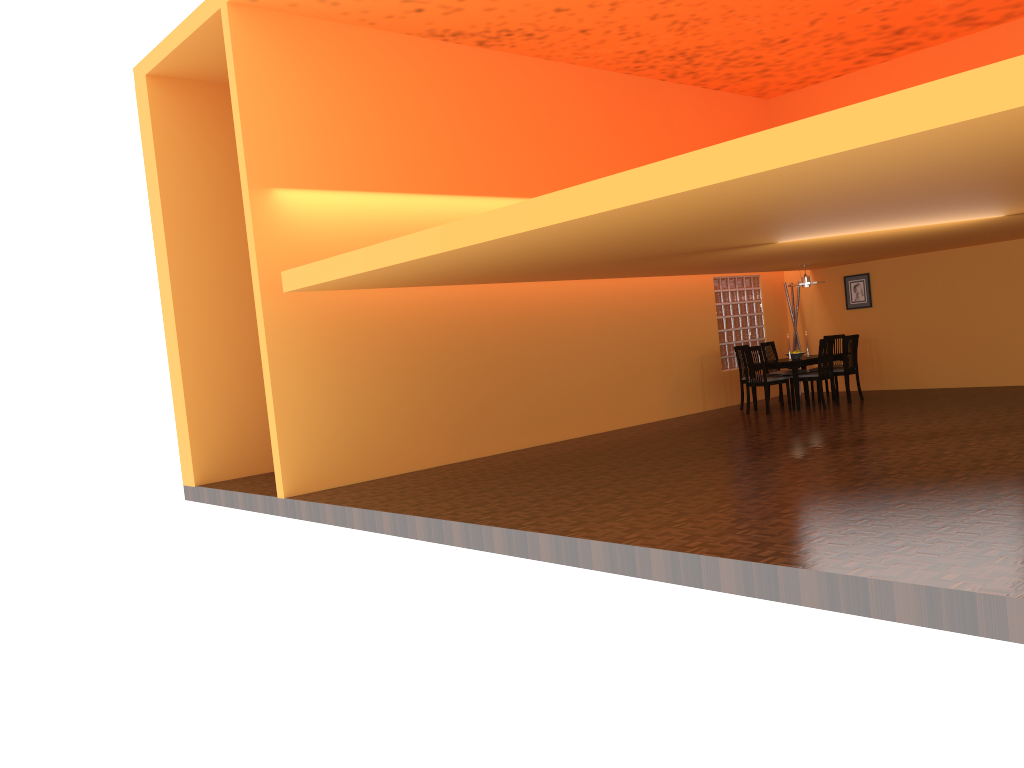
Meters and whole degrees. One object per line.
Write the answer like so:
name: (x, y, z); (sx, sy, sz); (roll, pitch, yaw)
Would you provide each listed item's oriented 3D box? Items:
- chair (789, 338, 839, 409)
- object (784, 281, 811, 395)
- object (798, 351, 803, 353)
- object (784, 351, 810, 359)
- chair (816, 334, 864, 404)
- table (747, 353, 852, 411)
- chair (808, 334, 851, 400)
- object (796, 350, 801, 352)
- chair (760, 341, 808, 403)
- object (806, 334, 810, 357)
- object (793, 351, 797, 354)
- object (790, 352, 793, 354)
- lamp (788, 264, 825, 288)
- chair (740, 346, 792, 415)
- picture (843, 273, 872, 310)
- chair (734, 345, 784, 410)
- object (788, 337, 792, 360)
chair: (3.552, -0.119, 10.430); (0.373, 0.809, 0.465); (-8, 3, -40)
object: (3.970, -0.633, 12.351); (0.226, 1.589, 0.308); (-7, 3, -18)
object: (3.524, -0.372, 10.825); (0.055, 0.070, 0.066); (-5, 3, 31)
object: (3.474, -0.345, 10.856); (0.337, 0.072, 0.337); (-5, 2, 16)
chair: (3.987, -0.180, 10.804); (0.373, 0.809, 0.465); (-8, 3, -40)
table: (3.547, -0.024, 10.887); (1.259, 0.584, 0.697); (-8, 3, -40)
chair: (4.080, -0.214, 11.377); (0.373, 0.809, 0.465); (-4, 3, 44)
object: (3.523, -0.388, 10.903); (0.069, 0.066, 0.069); (-7, 3, -31)
chair: (3.490, -0.153, 11.387); (0.373, 0.809, 0.465); (-8, 3, -40)
object: (3.670, -0.501, 11.034); (0.044, 0.326, 0.044); (-4, 3, 38)
object: (3.433, -0.372, 10.767); (0.046, 0.046, 0.055); (-4, 3, 32)
object: (3.432, -0.356, 10.861); (0.087, 0.076, 0.089); (-8, 3, -34)
lamp: (3.653, -1.343, 11.040); (0.435, 0.274, 0.435); (-7, 3, -18)
chair: (2.972, -0.058, 10.434); (0.465, 0.809, 0.373); (-8, 3, -35)
picture: (4.629, -1.236, 11.873); (0.014, 0.456, 0.361); (-8, 3, -40)
chair: (3.056, -0.091, 11.013); (0.373, 0.809, 0.465); (-8, 3, -40)
object: (3.317, -0.446, 10.619); (0.044, 0.326, 0.044); (-4, 3, 38)
